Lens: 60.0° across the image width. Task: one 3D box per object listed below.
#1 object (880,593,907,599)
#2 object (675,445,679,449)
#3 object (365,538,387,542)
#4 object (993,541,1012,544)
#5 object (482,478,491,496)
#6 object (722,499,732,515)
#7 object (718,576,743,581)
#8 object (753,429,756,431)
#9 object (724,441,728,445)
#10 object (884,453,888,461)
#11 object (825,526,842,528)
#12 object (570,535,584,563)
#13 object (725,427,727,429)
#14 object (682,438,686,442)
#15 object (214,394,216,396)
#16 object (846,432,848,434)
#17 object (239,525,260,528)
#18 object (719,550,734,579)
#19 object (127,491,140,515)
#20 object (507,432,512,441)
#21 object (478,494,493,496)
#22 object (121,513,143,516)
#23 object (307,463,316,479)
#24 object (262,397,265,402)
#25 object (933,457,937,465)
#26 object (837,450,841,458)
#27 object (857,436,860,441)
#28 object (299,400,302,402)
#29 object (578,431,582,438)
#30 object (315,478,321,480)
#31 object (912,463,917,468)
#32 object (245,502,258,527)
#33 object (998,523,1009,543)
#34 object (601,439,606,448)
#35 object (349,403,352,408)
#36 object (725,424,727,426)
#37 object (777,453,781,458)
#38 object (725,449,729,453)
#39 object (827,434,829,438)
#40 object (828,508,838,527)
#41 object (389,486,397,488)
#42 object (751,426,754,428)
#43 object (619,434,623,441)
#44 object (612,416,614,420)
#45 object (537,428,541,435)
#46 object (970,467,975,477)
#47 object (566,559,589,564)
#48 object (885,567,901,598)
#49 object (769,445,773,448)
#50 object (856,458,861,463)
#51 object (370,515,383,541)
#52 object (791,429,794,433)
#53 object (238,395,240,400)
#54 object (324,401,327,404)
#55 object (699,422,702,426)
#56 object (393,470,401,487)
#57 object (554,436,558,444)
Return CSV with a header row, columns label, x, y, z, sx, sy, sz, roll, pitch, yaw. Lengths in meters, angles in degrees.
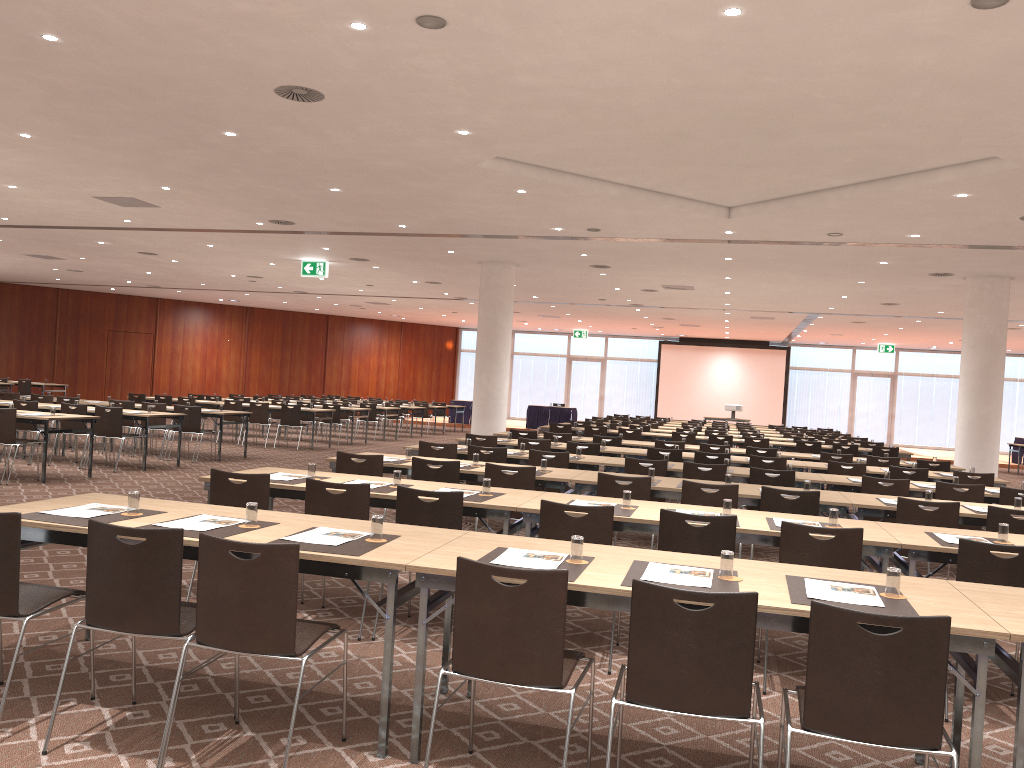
label,x,y,z,sx,sy,sz,roll,pitch,yaw
object,1.559,0.867,3.629,0.102,0.001,0.102,4,0,-20
object,2.177,0.863,11.718,0.054,0.114,0.054,3,1,-43
object,-0.636,0.733,4.155,0.102,0.001,0.102,4,0,-20
object,2.961,0.957,5.349,0.102,0.001,0.102,4,0,-43
object,-0.175,0.707,6.101,0.054,0.114,0.054,3,1,-43
object,1.393,0.804,5.739,0.054,0.114,0.054,4,0,2
object,0.932,0.829,3.784,0.102,0.001,0.102,4,0,-20
object,5.650,1.095,20.647,0.054,0.114,0.054,3,1,-43
object,3.261,0.934,13.506,0.054,0.114,0.054,4,0,2
object,5.478,1.070,12.981,0.054,0.114,0.054,3,1,-43
object,2.022,0.900,5.576,0.102,0.001,0.102,4,0,-43
object,0.287,0.732,3.929,0.054,0.114,0.054,3,0,-20
object,5.019,1.056,20.790,0.054,0.114,0.054,3,1,-43
object,2.642,0.896,13.660,0.054,0.114,0.054,4,0,2
object,-7.272,0.297,21.711,0.054,0.114,0.054,3,1,-43
object,8.331,1.263,22.053,0.054,0.114,0.054,3,0,-20
object,-1.279,0.693,4.318,0.102,0.001,0.102,4,0,-20
object,0.915,0.770,3.780,0.054,0.114,0.054,3,0,-20
object,-1.903,0.597,4.459,0.054,0.114,0.054,3,0,-20
object,-0.034,0.727,12.254,0.054,0.114,0.054,3,1,-43
object,-0.180,0.764,6.101,0.102,0.001,0.102,4,0,2
object,-1.910,0.654,4.458,0.102,0.001,0.102,4,0,-20
object,-1.448,0.629,6.407,0.054,0.114,0.054,4,0,2
object,-6.001,0.376,21.405,0.054,0.114,0.054,3,1,-43
object,6.112,1.109,12.823,0.054,0.114,0.054,4,0,2
object,4.839,1.031,13.126,0.054,0.114,0.054,4,0,25
object,7.852,1.230,20.108,0.054,0.114,0.054,3,0,-20
object,-5.054,0.434,21.182,0.054,0.114,0.054,3,0,-20
object,1.071,0.799,14.036,0.054,0.114,0.054,4,0,25
object,-1.433,0.687,6.406,0.102,0.001,0.102,4,0,2
object,5.004,1.037,11.022,0.054,0.114,0.054,3,0,-20
object,-1.269,0.636,4.322,0.054,0.114,0.054,3,1,-43
object,2.965,0.900,5.352,0.054,0.114,0.054,3,1,-43
object,1.232,0.805,11.933,0.054,0.114,0.054,4,0,25
object,-3.795,0.511,20.862,0.054,0.114,0.054,3,0,-20
object,5.486,1.089,22.746,0.054,0.114,0.054,3,1,-43
object,3.432,0.940,11.406,0.054,0.114,0.054,3,1,-43
object,2.802,0.902,11.562,0.054,0.114,0.054,3,1,-43
object,7.224,1.191,20.271,0.054,0.114,0.054,3,1,-43
object,2.023,0.842,5.583,0.054,0.114,0.054,4,0,2
object,-0.813,0.726,6.252,0.102,0.001,0.102,4,0,-43
object,6.123,1.128,22.588,0.054,0.114,0.054,3,1,-43
object,1.707,0.838,13.890,0.054,0.114,0.054,3,1,-43
object,2.669,0.916,23.419,0.054,0.114,0.054,3,0,-20
object,0.428,0.760,14.185,0.054,0.114,0.054,4,0,2
object,5.640,1.076,10.869,0.054,0.114,0.054,3,1,-43
object,0.290,0.789,3.939,0.102,0.001,0.102,4,0,-20
object,1.557,0.810,3.622,0.054,0.114,0.054,3,0,-20
object,3.897,0.973,13.349,0.054,0.114,0.054,4,0,2
object,4.371,0.998,11.181,0.054,0.114,0.054,3,0,-20
object,-0.635,0.675,4.169,0.054,0.114,0.054,3,0,-20
object,7.075,1.186,22.358,0.054,0.114,0.054,3,1,-43
object,-6.632,0.337,21.560,0.054,0.114,0.054,3,1,-43
object,-4.425,0.472,21.029,0.054,0.114,0.054,3,0,-20
object,4.868,1.051,22.892,0.054,0.114,0.054,3,1,-43
object,-0.812,0.668,6.269,0.054,0.114,0.054,4,0,25
object,0.598,0.766,12.097,0.054,0.114,0.054,4,0,25
